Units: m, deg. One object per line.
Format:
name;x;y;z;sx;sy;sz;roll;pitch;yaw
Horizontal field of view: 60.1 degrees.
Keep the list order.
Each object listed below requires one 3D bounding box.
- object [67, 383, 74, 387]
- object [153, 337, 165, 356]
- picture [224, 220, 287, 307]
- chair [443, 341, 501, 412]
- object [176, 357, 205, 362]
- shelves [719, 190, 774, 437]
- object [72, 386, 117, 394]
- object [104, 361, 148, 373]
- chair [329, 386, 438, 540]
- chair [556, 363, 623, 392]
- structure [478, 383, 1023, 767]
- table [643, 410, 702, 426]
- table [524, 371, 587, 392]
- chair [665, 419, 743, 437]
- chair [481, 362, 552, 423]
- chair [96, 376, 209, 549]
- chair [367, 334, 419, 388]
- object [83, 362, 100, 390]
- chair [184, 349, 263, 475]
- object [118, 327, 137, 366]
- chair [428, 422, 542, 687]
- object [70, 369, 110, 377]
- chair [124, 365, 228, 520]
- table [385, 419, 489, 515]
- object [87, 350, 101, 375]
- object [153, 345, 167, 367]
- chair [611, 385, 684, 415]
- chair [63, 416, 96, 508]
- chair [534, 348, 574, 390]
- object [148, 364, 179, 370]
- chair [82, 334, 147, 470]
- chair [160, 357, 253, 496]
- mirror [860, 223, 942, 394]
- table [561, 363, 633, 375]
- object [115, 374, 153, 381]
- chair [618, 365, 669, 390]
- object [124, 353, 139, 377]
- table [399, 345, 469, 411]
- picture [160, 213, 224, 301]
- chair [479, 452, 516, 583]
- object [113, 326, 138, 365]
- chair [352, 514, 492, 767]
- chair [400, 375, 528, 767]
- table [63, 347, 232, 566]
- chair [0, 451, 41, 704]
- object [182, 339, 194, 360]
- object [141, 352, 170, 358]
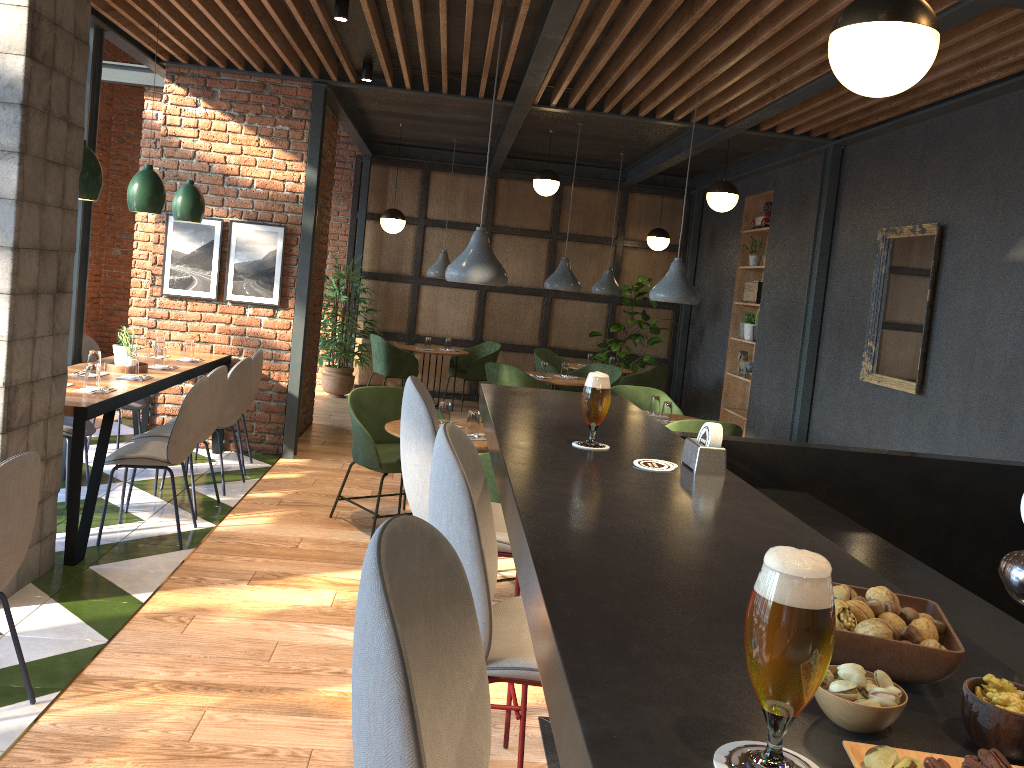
object;-2.428;0.000;4.680;0.157;0.019;0.244;5;7;-4
object;-2.520;-0.267;6.339;0.080;0.138;0.080;7;5;17
picture;-1.996;-0.936;6.882;0.430;0.629;0.015;5;4;-4
chair;-0.463;-0.108;10.544;0.514;0.816;0.641;3;5;-29
object;-2.302;-0.178;6.337;0.157;0.019;0.244;5;7;-4
shelves;2.532;-0.592;9.161;0.284;2.697;0.839;5;4;-5
object;-2.188;0.028;4.642;0.157;0.019;0.244;5;7;-4
object;-2.397;-0.106;5.503;0.251;0.046;0.254;2;7;-31
chair;-0.715;0.457;5.409;0.638;0.816;0.517;2;6;-39
chair;0.753;0.207;8.871;0.514;0.816;0.641;1;7;-44
structure;1.456;0.905;0.884;2.915;1.391;4.942;5;6;-5
table;1.023;0.591;6.338;0.807;0.685;0.811;0;8;-45
table;0.367;0.277;8.494;0.810;0.685;0.807;10;7;37
chair;1.152;0.601;5.790;0.638;0.816;0.517;5;5;-10
chair;0.030;0.218;8.136;0.641;0.816;0.515;10;6;40
chair;-1.916;0.379;4.731;0.507;0.885;0.420;5;4;-8
chair;-1.350;-0.137;10.020;0.514;0.816;0.641;3;5;-29
object;-2.206;-0.042;4.657;0.080;0.138;0.080;7;5;19
chair;-2.094;0.168;6.412;0.507;0.885;0.420;5;4;-8
object;-2.346;-0.213;5.435;0.115;0.281;0.128;5;4;-9
chair;0.031;0.722;1.896;0.507;1.239;0.419;6;4;1
object;-2.475;-0.065;5.205;0.157;0.019;0.244;5;7;-4
chair;-1.998;0.306;5.299;0.507;0.885;0.419;6;4;2
table;-0.344;0.607;5.005;0.809;0.685;0.808;8;6;26
object;-2.443;-0.126;5.181;0.080;0.138;0.080;7;5;19
object;-2.302;-0.183;5.804;0.080;0.138;0.080;3;5;-31
chair;0.992;0.452;6.941;0.638;0.816;0.517;5;5;-5
chair;-2.747;0.236;5.248;0.507;0.885;0.420;5;4;-8
chair;0.514;0.019;10.292;0.516;0.816;0.639;8;5;27
object;-2.284;-0.113;5.789;0.157;0.019;0.244;5;7;-4
chair;-2.860;0.108;6.261;0.508;0.885;0.419;6;4;2
chair;-2.016;0.238;5.871;0.508;0.885;0.419;6;4;2
mirror;2.611;-0.516;5.957;0.061;1.082;0.771;5;5;-5
table;0.927;0.155;10.045;0.807;0.685;0.811;5;5;-4
object;-2.227;-0.043;5.225;0.157;0.019;0.244;5;7;-4
chair;1.389;0.168;9.760;0.516;0.816;0.639;9;6;32
object;-2.245;-0.113;5.240;0.080;0.138;0.080;2;6;-41
table;-0.934;-0.059;10.278;0.810;0.685;0.807;10;7;35
picture;-2.473;-0.980;6.845;0.430;0.629;0.015;5;4;-4
chair;-0.001;0.633;4.496;0.638;0.816;0.517;2;6;-34
object;-2.417;-0.229;5.539;0.145;0.275;0.146;4;5;-24
chair;0.016;0.810;1.112;0.508;1.239;0.419;6;4;7
chair;-0.131;0.612;2.711;0.507;1.239;0.420;5;4;-5
table;-2.458;0.292;5.550;0.658;0.763;2.785;5;6;-5
chair;-1.764;0.625;2.723;0.507;0.885;0.419;6;4;2
object;-2.320;-0.248;6.352;0.080;0.138;0.080;3;5;-31
object;-2.552;-0.206;6.362;0.157;0.019;0.244;5;7;-6
